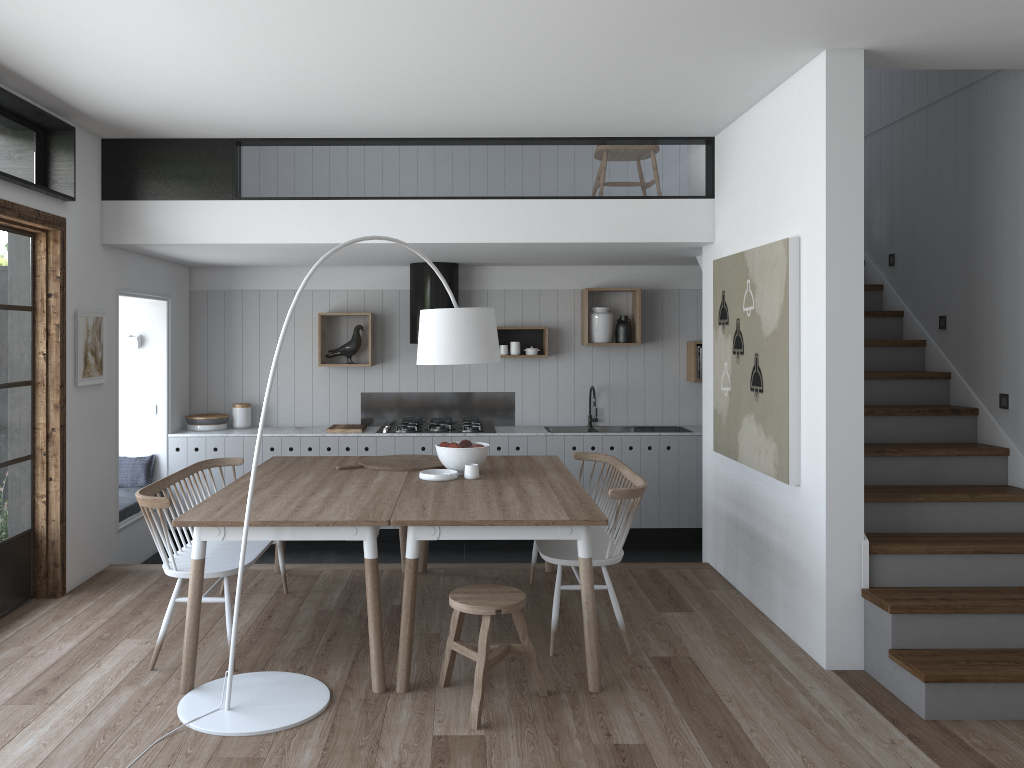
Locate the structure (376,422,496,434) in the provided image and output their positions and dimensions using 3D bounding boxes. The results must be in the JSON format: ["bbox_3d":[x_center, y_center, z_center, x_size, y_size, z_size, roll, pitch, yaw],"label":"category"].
[{"bbox_3d":[-0.634,0.361,7.443,0.981,0.048,0.555,0,3,-1],"label":"structure"}]

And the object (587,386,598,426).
[{"bbox_3d":[0.707,0.200,7.545,0.090,0.374,0.290,0,1,-3],"label":"object"}]

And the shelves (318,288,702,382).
[{"bbox_3d":[0.150,-0.415,7.574,3.572,0.798,0.300,0,0,0],"label":"shelves"}]

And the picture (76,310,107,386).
[{"bbox_3d":[-2.681,-0.232,5.621,0.030,0.470,0.436,0,1,-3],"label":"picture"}]

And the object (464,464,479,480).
[{"bbox_3d":[-0.221,0.483,4.865,0.083,0.079,0.083,0,2,-2],"label":"object"}]

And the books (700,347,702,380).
[{"bbox_3d":[1.606,-0.183,7.604,0.011,0.281,0.228,0,1,-3],"label":"books"}]

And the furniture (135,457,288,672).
[{"bbox_3d":[-1.541,0.882,4.670,0.543,0.810,1.365,0,2,-3],"label":"furniture"}]

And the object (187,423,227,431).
[{"bbox_3d":[-2.597,0.360,7.532,0.335,0.055,0.317,2,4,37],"label":"object"}]

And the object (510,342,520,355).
[{"bbox_3d":[0.028,-0.301,7.521,0.086,0.115,0.086,0,1,-2],"label":"object"}]

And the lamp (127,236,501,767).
[{"bbox_3d":[-1.379,0.384,2.657,0.890,2.023,5.112,0,3,23],"label":"lamp"}]

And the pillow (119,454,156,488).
[{"bbox_3d":[-3.060,0.716,7.100,0.402,0.293,0.181,0,1,-1],"label":"pillow"}]

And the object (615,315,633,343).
[{"bbox_3d":[0.964,-0.470,7.579,0.158,0.236,0.153,0,1,-4],"label":"object"}]

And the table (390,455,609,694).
[{"bbox_3d":[-0.112,0.901,4.797,0.934,0.749,2.048,0,3,-3],"label":"table"}]

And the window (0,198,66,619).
[{"bbox_3d":[-2.595,0.280,2.593,0.161,2.256,5.421,0,3,-3],"label":"window"}]

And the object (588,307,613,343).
[{"bbox_3d":[0.753,-0.502,7.569,0.223,0.301,0.234,-1,1,-29],"label":"object"}]

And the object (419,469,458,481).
[{"bbox_3d":[-0.406,0.504,4.891,0.211,0.035,0.219,-1,3,-23],"label":"object"}]

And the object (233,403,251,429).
[{"bbox_3d":[-2.323,0.277,7.598,0.150,0.212,0.158,-1,1,-33],"label":"object"}]

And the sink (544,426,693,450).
[{"bbox_3d":[0.876,0.461,7.409,1.175,0.166,0.454,0,3,0],"label":"sink"}]

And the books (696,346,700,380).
[{"bbox_3d":[1.578,-0.184,7.588,0.021,0.285,0.207,0,1,-3],"label":"books"}]

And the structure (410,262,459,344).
[{"bbox_3d":[-0.661,-0.777,7.508,0.402,0.869,0.426,-1,1,-45],"label":"structure"}]

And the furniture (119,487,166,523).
[{"bbox_3d":[-3.058,0.895,6.639,0.594,0.115,1.055,0,3,-3],"label":"furniture"}]

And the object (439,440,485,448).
[{"bbox_3d":[-0.283,0.409,5.057,0.244,0.167,0.243,-2,3,-41],"label":"object"}]

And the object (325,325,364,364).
[{"bbox_3d":[-1.437,-0.341,7.583,0.334,0.334,0.139,0,0,1],"label":"object"}]

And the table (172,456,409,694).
[{"bbox_3d":[-1.048,0.904,4.797,0.934,0.749,2.048,0,3,-3],"label":"table"}]

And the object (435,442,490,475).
[{"bbox_3d":[-0.283,0.430,5.061,0.313,0.164,0.316,0,2,-5],"label":"object"}]

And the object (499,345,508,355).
[{"bbox_3d":[-0.073,-0.287,7.521,0.086,0.088,0.081,1,2,34],"label":"object"}]

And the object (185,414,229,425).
[{"bbox_3d":[-2.597,0.302,7.532,0.349,0.066,0.370,-3,4,-42],"label":"object"}]

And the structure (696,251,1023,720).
[{"bbox_3d":[2.058,0.117,5.292,1.054,2.630,3.615,0,2,-3],"label":"structure"}]

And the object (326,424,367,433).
[{"bbox_3d":[-1.385,0.374,7.430,0.290,0.030,0.401,0,3,-2],"label":"object"}]

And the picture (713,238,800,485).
[{"bbox_3d":[1.353,-0.147,5.003,0.060,1.218,1.301,0,2,-3],"label":"picture"}]

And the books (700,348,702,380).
[{"bbox_3d":[1.595,-0.182,7.597,0.013,0.282,0.220,0,1,-3],"label":"books"}]

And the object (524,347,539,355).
[{"bbox_3d":[0.170,-0.284,7.548,0.126,0.073,0.111,-1,2,-23],"label":"object"}]

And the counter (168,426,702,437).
[{"bbox_3d":[0.259,0.393,7.439,6.116,0.020,0.580,0,3,0],"label":"counter"}]

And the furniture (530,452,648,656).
[{"bbox_3d":[0.381,0.865,4.864,0.543,0.810,1.365,0,2,-3],"label":"furniture"}]

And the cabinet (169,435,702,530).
[{"bbox_3d":[0.278,0.795,7.154,6.113,0.748,0.010,0,0,0],"label":"cabinet"}]

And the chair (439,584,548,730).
[{"bbox_3d":[-0.048,1.109,3.713,0.426,0.449,0.490,-1,2,-15],"label":"chair"}]

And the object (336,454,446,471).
[{"bbox_3d":[-0.657,0.485,5.408,0.608,0.023,0.665,1,3,20],"label":"object"}]
